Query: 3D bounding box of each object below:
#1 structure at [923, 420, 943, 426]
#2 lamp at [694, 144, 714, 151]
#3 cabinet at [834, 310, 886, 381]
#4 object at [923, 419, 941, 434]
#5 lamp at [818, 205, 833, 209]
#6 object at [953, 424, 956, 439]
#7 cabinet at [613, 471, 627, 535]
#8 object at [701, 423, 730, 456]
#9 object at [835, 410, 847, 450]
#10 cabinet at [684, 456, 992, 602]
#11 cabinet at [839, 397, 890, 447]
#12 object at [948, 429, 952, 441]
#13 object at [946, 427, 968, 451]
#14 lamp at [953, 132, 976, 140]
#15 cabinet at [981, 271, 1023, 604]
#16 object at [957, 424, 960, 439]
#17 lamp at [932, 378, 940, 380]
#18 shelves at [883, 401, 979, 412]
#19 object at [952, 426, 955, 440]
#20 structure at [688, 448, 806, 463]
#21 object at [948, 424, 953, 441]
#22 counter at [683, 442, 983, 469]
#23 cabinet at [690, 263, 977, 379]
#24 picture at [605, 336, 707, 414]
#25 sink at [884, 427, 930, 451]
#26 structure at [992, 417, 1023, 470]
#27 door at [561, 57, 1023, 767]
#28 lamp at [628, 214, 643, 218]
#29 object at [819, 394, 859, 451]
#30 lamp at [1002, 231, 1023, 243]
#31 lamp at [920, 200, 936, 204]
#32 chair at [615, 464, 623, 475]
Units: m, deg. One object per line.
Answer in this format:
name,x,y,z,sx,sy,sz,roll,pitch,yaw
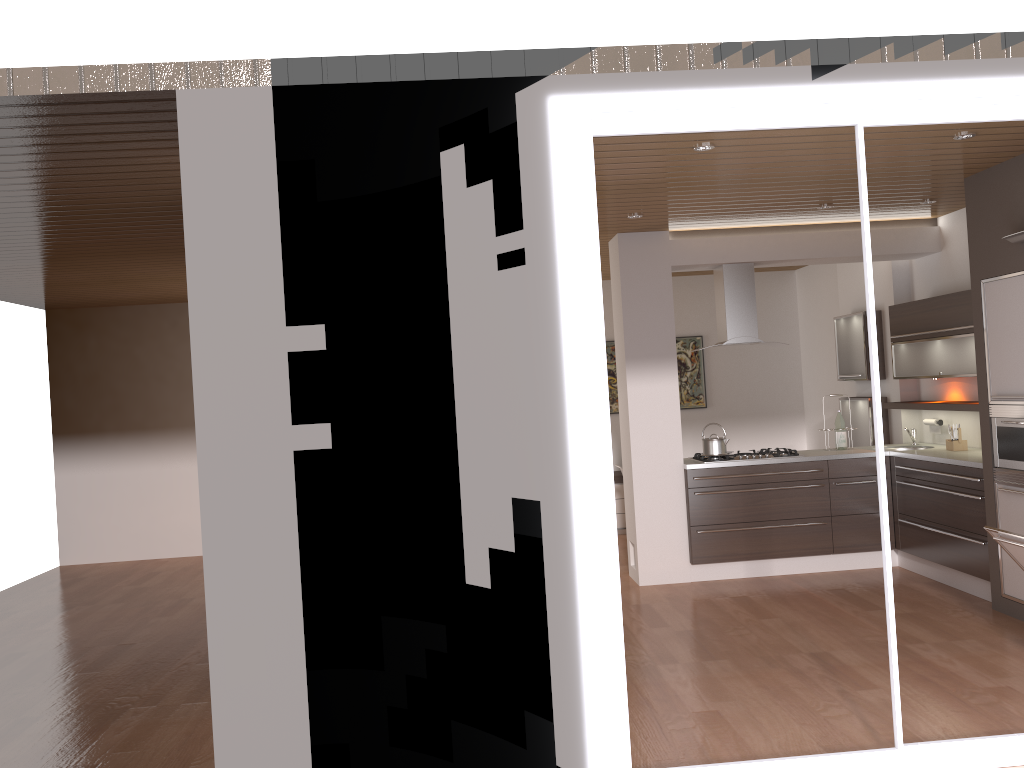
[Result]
structure,3.390,0.304,7.094,0.087,0.049,0.237,-3,-1,-3
lamp,0.956,-1.202,4.423,0.102,0.055,0.102,-3,-1,-21
cabinet,3.036,-0.325,7.927,0.172,0.600,0.619,-3,-1,-18
object,3.366,0.340,7.107,0.053,0.119,0.165,-3,-1,-4
lamp,2.192,-1.261,6.205,0.102,0.055,0.102,-3,-1,-32
object,3.273,0.392,6.557,0.018,0.196,0.022,-3,-1,-2
cabinet,1.539,1.227,9.460,1.740,0.608,0.540,-3,-1,-4
object,1.574,0.428,6.907,0.221,0.251,0.221,-3,-1,-11
object,2.665,0.373,7.198,0.091,0.319,0.091,-4,-1,31
cabinet,2.442,1.013,6.438,2.150,0.870,1.850,-3,-1,-4
cabinet,3.140,0.420,7.943,0.194,0.600,0.598,-3,-1,-4
object,3.256,0.402,6.564,0.019,0.178,0.044,-3,-1,-29
object,3.297,0.405,6.583,0.100,0.170,0.173,-4,-1,8
lamp,2.301,-1.283,4.510,0.102,0.055,0.102,-3,-1,-21
cabinet,3.075,0.317,4.559,1.047,1.948,1.796,-3,-1,-4
object,3.290,0.387,6.534,0.042,0.192,0.040,-4,-1,44
lamp,3.288,-0.041,6.872,0.056,0.018,0.056,-3,-1,-32
shelves,3.321,0.160,6.506,0.313,0.050,1.850,-3,-1,-4
object,3.259,0.393,6.539,0.023,0.196,0.018,-3,-1,-2
structure,1.849,0.561,7.039,0.797,0.047,0.494,-3,-1,-4
object,3.241,0.391,6.540,0.042,0.192,0.040,-4,-1,43
counter,2.414,0.561,6.442,2.150,0.036,1.850,-3,-1,-4
cabinet,2.442,-0.518,6.512,2.058,1.032,1.399,-3,-1,0
picture,1.492,-0.096,9.751,1.277,0.801,0.018,-3,-1,-4
sink,3.105,0.525,7.058,0.450,0.347,0.494,-4,-1,2
structure,2.960,0.352,5.148,0.049,0.301,0.569,-3,-1,-4
door,1.406,0.132,3.402,2.300,2.700,0.101,-3,-1,-4
lamp,0.847,-1.180,6.118,0.102,0.055,0.102,-3,-1,-21
object,2.662,0.309,7.252,0.291,0.453,0.210,-4,-1,1
lamp,2.861,-0.822,4.540,0.139,0.033,1.020,-3,-1,-4
lamp,2.934,-1.306,6.253,0.102,0.055,0.102,-4,-1,24
chair,1.229,1.111,7.738,0.608,0.847,0.491,-4,-1,1
